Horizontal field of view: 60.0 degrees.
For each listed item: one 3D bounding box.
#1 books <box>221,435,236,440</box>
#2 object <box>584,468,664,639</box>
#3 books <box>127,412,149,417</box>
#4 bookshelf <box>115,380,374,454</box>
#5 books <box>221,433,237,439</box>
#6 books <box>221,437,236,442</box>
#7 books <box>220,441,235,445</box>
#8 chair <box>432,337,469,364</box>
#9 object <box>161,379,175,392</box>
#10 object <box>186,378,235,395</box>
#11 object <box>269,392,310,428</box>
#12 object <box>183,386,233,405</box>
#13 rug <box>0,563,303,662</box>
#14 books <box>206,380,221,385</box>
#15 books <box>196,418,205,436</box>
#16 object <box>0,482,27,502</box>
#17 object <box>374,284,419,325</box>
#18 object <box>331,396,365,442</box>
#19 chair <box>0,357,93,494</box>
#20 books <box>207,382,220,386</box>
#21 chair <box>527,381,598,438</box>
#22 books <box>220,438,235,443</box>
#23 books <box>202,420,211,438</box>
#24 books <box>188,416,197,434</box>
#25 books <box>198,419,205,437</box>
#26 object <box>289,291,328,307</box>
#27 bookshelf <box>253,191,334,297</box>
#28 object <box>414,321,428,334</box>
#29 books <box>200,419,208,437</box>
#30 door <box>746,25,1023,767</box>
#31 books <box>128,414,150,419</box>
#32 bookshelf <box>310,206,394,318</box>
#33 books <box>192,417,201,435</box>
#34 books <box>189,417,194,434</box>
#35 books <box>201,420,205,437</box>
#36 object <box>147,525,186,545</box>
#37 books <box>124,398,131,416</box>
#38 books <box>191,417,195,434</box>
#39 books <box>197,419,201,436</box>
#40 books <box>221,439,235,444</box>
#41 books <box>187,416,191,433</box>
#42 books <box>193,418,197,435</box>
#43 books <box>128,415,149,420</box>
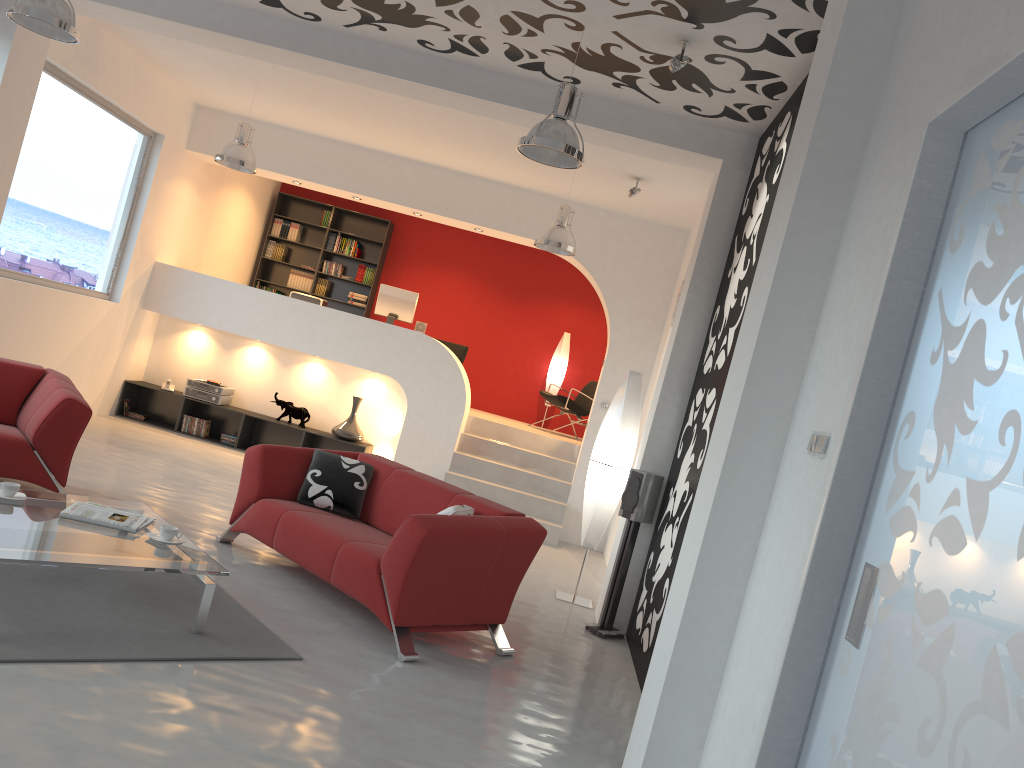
[{"bbox_3d":[-3.092,0.594,9.782,0.190,0.015,0.135,15,0,3],"label":"books"},{"bbox_3d":[0.756,1.124,5.885,0.229,1.112,0.214,15,0,-42],"label":"object"},{"bbox_3d":[-4.151,0.338,9.855,0.190,0.015,0.135,15,0,3],"label":"books"},{"bbox_3d":[-2.938,0.513,9.805,2.764,0.397,0.405,15,0,3],"label":"bookshelf"},{"bbox_3d":[-3.097,0.577,9.790,0.190,0.015,0.135,15,0,-2],"label":"books"},{"bbox_3d":[-3.092,0.609,9.789,0.190,0.015,0.135,15,0,3],"label":"books"},{"bbox_3d":[-3.106,0.652,9.789,0.190,0.015,0.135,15,0,-2],"label":"books"},{"bbox_3d":[-1.067,-0.215,11.438,0.664,0.795,0.768,15,0,23],"label":"chair"},{"bbox_3d":[-3.784,0.008,9.781,0.130,0.117,0.146,15,0,-21],"label":"object"},{"bbox_3d":[-3.346,0.034,9.842,0.430,0.077,0.349,15,0,3],"label":"object"},{"bbox_3d":[-2.446,0.288,9.806,0.507,0.296,0.191,15,0,19],"label":"object"},{"bbox_3d":[-3.372,0.128,9.834,0.430,0.100,0.365,15,0,3],"label":"object"},{"bbox_3d":[-2.090,0.915,4.032,1.700,0.025,1.700,15,0,-42],"label":"rug"},{"bbox_3d":[-3.303,-0.018,9.818,0.135,0.015,0.190,15,0,-12],"label":"books"},{"bbox_3d":[-3.430,0.473,9.761,0.031,0.190,0.135,15,0,3],"label":"books"},{"bbox_3d":[-2.372,0.506,4.187,0.153,0.069,0.153,15,0,-30],"label":"object"},{"bbox_3d":[-1.332,-0.871,10.161,0.458,0.452,0.230,15,0,3],"label":"object"},{"bbox_3d":[-1.754,0.379,9.741,0.369,0.481,0.369,15,0,-31],"label":"object"},{"bbox_3d":[-3.288,0.220,5.354,1.288,0.738,0.951,15,0,-37],"label":"chair"},{"bbox_3d":[-3.304,-0.003,9.808,0.135,0.015,0.190,15,0,-17],"label":"books"},{"bbox_3d":[0.758,0.279,11.383,0.768,0.795,0.664,15,0,-22],"label":"chair"},{"bbox_3d":[-3.102,0.622,9.789,0.190,0.015,0.135,15,0,8],"label":"books"},{"bbox_3d":[-3.358,0.493,9.756,0.031,0.190,0.135,15,0,3],"label":"books"},{"bbox_3d":[-3.517,0.450,9.766,0.031,0.190,0.135,15,0,3],"label":"books"},{"bbox_3d":[-3.401,0.481,9.759,0.031,0.190,0.135,15,0,3],"label":"books"},{"bbox_3d":[-2.347,-0.912,10.299,0.397,0.217,0.458,15,0,3],"label":"object"},{"bbox_3d":[-3.138,-1.504,12.466,0.816,2.213,0.305,15,0,3],"label":"bookshelf"},{"bbox_3d":[-1.052,-0.637,10.191,0.133,0.147,0.151,15,0,-13],"label":"object"},{"bbox_3d":[-3.387,0.485,9.758,0.031,0.190,0.135,15,0,3],"label":"books"},{"bbox_3d":[0.964,0.416,1.835,0.240,2.550,1.600,15,0,3],"label":"door"},{"bbox_3d":[-4.139,0.357,9.854,0.190,0.015,0.135,15,0,3],"label":"books"},{"bbox_3d":[-2.352,-1.291,12.417,0.816,2.213,0.305,15,0,3],"label":"bookshelf"},{"bbox_3d":[-3.473,0.462,9.763,0.031,0.190,0.135,15,0,3],"label":"books"},{"bbox_3d":[-3.502,0.454,9.765,0.031,0.190,0.135,15,0,3],"label":"books"},{"bbox_3d":[-3.372,0.489,9.757,0.031,0.190,0.135,15,0,3],"label":"books"},{"bbox_3d":[-1.623,0.709,4.178,0.153,0.069,0.153,15,0,30],"label":"object"},{"bbox_3d":[-4.257,0.256,9.812,0.063,0.187,0.135,15,0,3],"label":"books"},{"bbox_3d":[-3.488,0.458,9.764,0.031,0.190,0.135,15,0,3],"label":"books"},{"bbox_3d":[-3.416,0.477,9.760,0.031,0.190,0.135,15,0,3],"label":"books"},{"bbox_3d":[-3.096,0.639,9.789,0.190,0.015,0.135,15,0,3],"label":"books"},{"bbox_3d":[-3.531,0.446,9.767,0.031,0.190,0.135,15,0,3],"label":"books"},{"bbox_3d":[-3.459,0.466,9.763,0.031,0.190,0.135,15,0,3],"label":"books"},{"bbox_3d":[-4.148,0.370,9.854,0.190,0.015,0.135,15,0,3],"label":"books"}]
